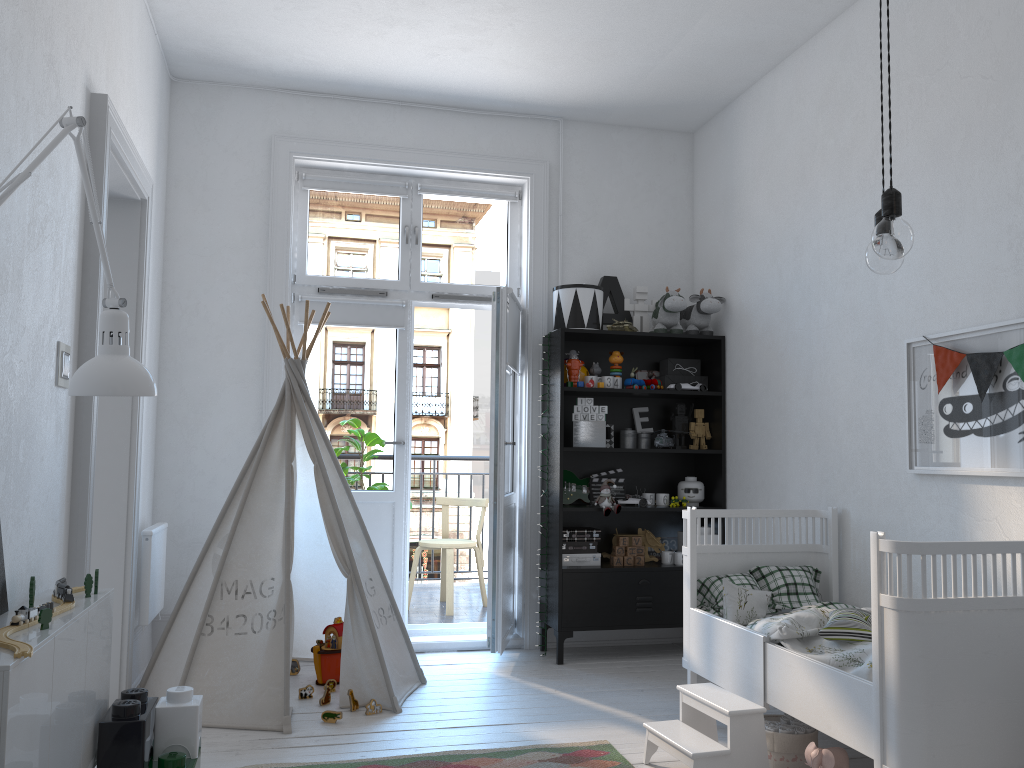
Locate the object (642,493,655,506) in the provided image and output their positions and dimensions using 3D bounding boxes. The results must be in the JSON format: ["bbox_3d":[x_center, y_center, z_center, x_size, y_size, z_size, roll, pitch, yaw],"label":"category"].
[{"bbox_3d":[0.726,0.614,4.711,0.067,0.067,0.067,1,-4,0],"label":"object"}]

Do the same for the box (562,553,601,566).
[{"bbox_3d":[0.336,0.909,4.629,0.215,0.062,0.179,2,-5,-14],"label":"box"}]

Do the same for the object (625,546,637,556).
[{"bbox_3d":[0.615,0.868,4.608,0.050,0.050,0.050,2,-5,-14],"label":"object"}]

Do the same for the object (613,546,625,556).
[{"bbox_3d":[0.555,0.868,4.614,0.050,0.050,0.050,2,-5,-14],"label":"object"}]

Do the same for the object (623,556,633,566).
[{"bbox_3d":[0.600,0.917,4.601,0.050,0.050,0.050,1,-5,-9],"label":"object"}]

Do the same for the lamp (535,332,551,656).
[{"bbox_3d":[0.600,0.579,4.762,0.985,1.683,0.095,2,-4,-16],"label":"lamp"}]

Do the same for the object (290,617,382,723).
[{"bbox_3d":[-0.721,1.184,3.805,0.385,0.283,0.857,3,-5,-22],"label":"object"}]

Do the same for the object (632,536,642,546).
[{"bbox_3d":[0.652,0.821,4.635,0.050,0.050,0.050,0,-4,6],"label":"object"}]

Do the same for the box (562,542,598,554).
[{"bbox_3d":[0.318,0.847,4.629,0.215,0.062,0.179,2,-5,-14],"label":"box"}]

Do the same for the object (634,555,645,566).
[{"bbox_3d":[0.664,0.919,4.616,0.050,0.050,0.050,-1,-5,16],"label":"object"}]

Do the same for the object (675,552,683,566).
[{"bbox_3d":[0.884,0.914,4.635,0.067,0.067,0.067,1,-4,0],"label":"object"}]

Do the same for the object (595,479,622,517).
[{"bbox_3d":[0.489,0.576,4.495,0.110,0.186,0.129,3,-5,-26],"label":"object"}]

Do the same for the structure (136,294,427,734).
[{"bbox_3d":[-0.965,0.461,3.888,1.143,1.748,1.143,4,-6,-38],"label":"structure"}]

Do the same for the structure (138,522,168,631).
[{"bbox_3d":[-1.621,0.870,4.025,0.075,0.460,0.636,2,-5,-17],"label":"structure"}]

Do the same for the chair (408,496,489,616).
[{"bbox_3d":[-0.414,1.111,5.841,0.436,0.715,0.498,-2,-5,31],"label":"chair"}]

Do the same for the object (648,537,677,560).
[{"bbox_3d":[0.780,0.904,4.875,0.347,0.120,0.034,2,-4,-14],"label":"object"}]

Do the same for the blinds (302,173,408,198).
[{"bbox_3d":[-0.846,-1.075,4.809,0.565,0.087,0.032,2,-4,-14],"label":"blinds"}]

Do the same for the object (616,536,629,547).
[{"bbox_3d":[0.575,0.818,4.614,0.050,0.050,0.050,2,-5,-14],"label":"object"}]

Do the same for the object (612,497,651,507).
[{"bbox_3d":[0.613,0.617,4.643,0.230,0.048,0.098,0,-5,11],"label":"object"}]

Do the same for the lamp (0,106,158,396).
[{"bbox_3d":[-1.050,-0.308,1.989,0.200,0.655,0.652,-1,-5,20],"label":"lamp"}]

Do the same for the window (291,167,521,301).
[{"bbox_3d":[-0.557,-0.815,4.881,1.263,0.660,0.101,2,-4,-14],"label":"window"}]

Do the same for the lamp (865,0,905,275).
[{"bbox_3d":[0.348,-0.945,2.341,0.074,1.529,1.382,4,-6,-39],"label":"lamp"}]

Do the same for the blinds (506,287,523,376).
[{"bbox_3d":[0.017,-0.263,4.670,0.032,0.390,0.566,0,-5,6],"label":"blinds"}]

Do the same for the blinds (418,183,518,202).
[{"bbox_3d":[-0.242,-1.068,4.956,0.565,0.060,0.032,2,-4,-14],"label":"blinds"}]

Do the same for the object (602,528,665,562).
[{"bbox_3d":[0.653,0.865,4.755,0.337,0.186,0.111,1,-4,1],"label":"object"}]

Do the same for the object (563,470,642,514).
[{"bbox_3d":[0.468,0.585,4.791,0.542,0.239,0.093,2,-4,-13],"label":"object"}]

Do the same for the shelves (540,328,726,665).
[{"bbox_3d":[0.640,0.578,4.706,0.911,1.676,0.353,2,-4,-14],"label":"shelves"}]

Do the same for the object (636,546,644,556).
[{"bbox_3d":[0.661,0.872,4.647,0.050,0.050,0.050,2,-5,-14],"label":"object"}]

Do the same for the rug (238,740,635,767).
[{"bbox_3d":[-0.056,1.185,2.059,1.320,0.016,2.030,2,-5,-13],"label":"rug"}]

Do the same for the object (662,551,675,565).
[{"bbox_3d":[0.823,0.917,4.676,0.067,0.067,0.067,1,-4,0],"label":"object"}]

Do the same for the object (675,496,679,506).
[{"bbox_3d":[0.871,0.622,4.697,0.042,0.054,0.031,2,-4,-13],"label":"object"}]

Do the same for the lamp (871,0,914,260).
[{"bbox_3d":[0.307,-0.957,2.209,0.074,1.529,1.382,4,-6,-39],"label":"lamp"}]

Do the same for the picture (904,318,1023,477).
[{"bbox_3d":[1.547,0.056,2.930,0.030,0.492,0.704,2,-5,-14],"label":"picture"}]

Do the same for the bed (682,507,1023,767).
[{"bbox_3d":[1.156,0.869,3.008,0.670,0.832,1.404,2,-5,-14],"label":"bed"}]

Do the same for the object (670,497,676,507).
[{"bbox_3d":[0.842,0.616,4.636,0.031,0.054,0.042,-2,-5,36],"label":"object"}]

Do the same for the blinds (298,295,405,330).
[{"bbox_3d":[-0.855,-0.384,4.758,0.565,0.158,0.032,2,-4,-14],"label":"blinds"}]

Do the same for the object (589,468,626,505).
[{"bbox_3d":[0.515,0.553,4.778,0.201,0.199,0.048,2,-4,-14],"label":"object"}]

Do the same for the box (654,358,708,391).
[{"bbox_3d":[0.934,-0.040,4.869,0.251,0.189,0.179,2,-5,-14],"label":"box"}]

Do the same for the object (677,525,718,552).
[{"bbox_3d":[0.998,0.860,4.749,0.132,0.199,0.267,2,-5,-14],"label":"object"}]

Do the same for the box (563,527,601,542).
[{"bbox_3d":[0.337,0.787,4.639,0.215,0.062,0.179,2,-5,-14],"label":"box"}]

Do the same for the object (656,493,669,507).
[{"bbox_3d":[0.795,0.613,4.679,0.067,0.067,0.067,1,-4,0],"label":"object"}]

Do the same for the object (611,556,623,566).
[{"bbox_3d":[0.542,0.915,4.587,0.050,0.050,0.050,2,-5,-14],"label":"object"}]

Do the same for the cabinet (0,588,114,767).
[{"bbox_3d":[-1.131,0.778,2.064,0.183,0.454,0.971,2,-5,-14],"label":"cabinet"}]

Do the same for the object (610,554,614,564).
[{"bbox_3d":[0.544,0.920,4.643,0.050,0.050,0.050,2,-5,-14],"label":"object"}]

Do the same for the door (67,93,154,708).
[{"bbox_3d":[-1.674,0.197,3.421,0.505,2.176,1.466,3,-5,-29],"label":"door"}]

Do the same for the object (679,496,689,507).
[{"bbox_3d":[0.908,0.620,4.675,0.042,0.054,0.031,-2,-5,31],"label":"object"}]

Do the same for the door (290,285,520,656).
[{"bbox_3d":[-0.524,0.410,4.548,1.264,1.837,0.637,2,-4,-12],"label":"door"}]

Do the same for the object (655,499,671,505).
[{"bbox_3d":[0.801,0.642,4.841,0.163,0.034,0.070,2,-5,-14],"label":"object"}]
